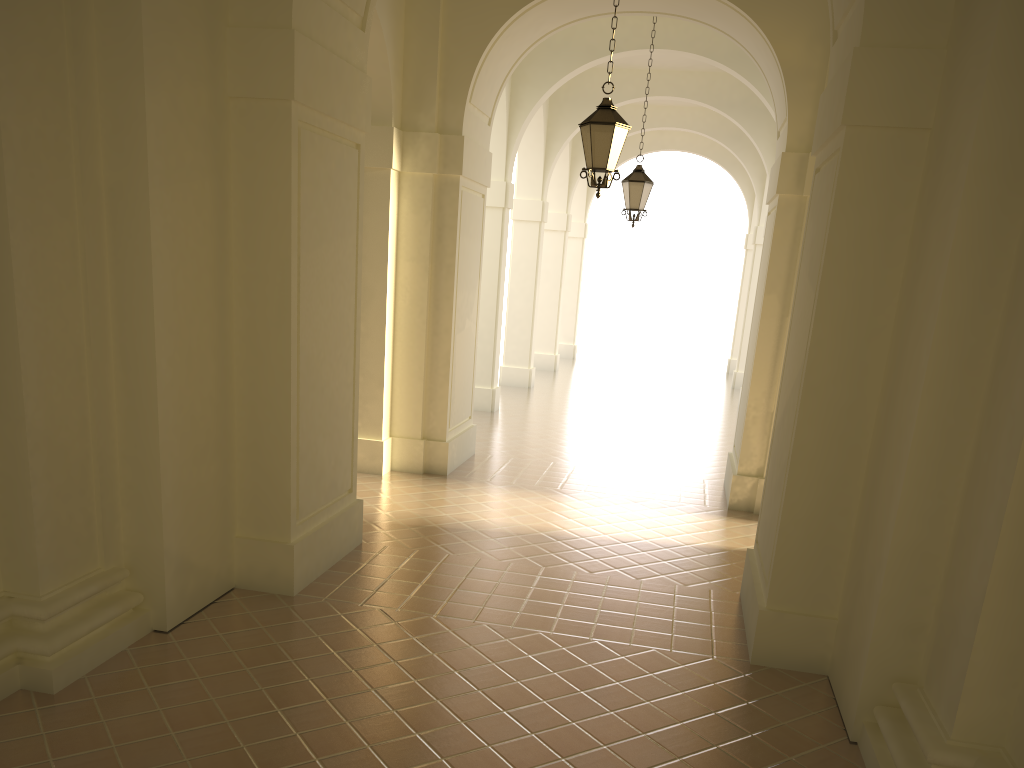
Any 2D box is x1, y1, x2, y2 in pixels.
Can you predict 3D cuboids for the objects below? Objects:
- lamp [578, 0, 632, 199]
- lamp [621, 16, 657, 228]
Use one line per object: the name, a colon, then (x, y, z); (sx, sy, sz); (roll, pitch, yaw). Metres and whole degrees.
lamp: (0.952, -3.446, 8.016); (0.442, 3.448, 0.490); (-1, 16, -19)
lamp: (1.948, -4.012, 12.787); (0.508, 3.448, 0.426); (7, 16, 10)
